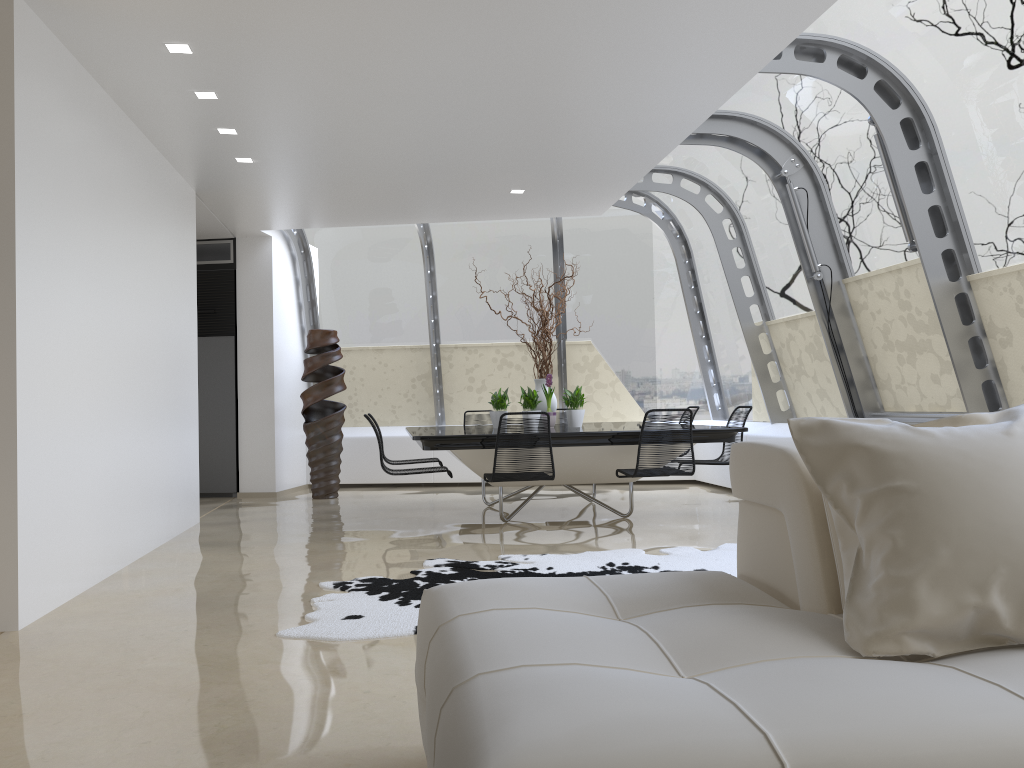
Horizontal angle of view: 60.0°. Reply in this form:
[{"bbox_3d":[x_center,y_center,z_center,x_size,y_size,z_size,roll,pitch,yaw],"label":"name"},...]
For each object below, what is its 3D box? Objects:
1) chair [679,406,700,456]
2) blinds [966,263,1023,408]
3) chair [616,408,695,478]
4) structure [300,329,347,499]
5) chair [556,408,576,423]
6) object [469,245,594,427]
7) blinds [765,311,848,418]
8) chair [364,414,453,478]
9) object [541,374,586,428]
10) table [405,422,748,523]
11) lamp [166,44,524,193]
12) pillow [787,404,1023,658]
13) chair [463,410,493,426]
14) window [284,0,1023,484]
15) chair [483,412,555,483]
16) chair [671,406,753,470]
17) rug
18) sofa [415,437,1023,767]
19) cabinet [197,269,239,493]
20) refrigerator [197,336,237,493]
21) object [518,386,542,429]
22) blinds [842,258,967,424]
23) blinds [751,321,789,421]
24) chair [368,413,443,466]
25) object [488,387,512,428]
[{"bbox_3d":[1.480,0.484,8.740,0.688,0.519,0.446,-1,-1,-8],"label":"chair"},{"bbox_3d":[3.192,-0.207,5.005,0.329,1.027,1.430,-1,-1,-8],"label":"blinds"},{"bbox_3d":[1.038,0.436,6.374,0.446,0.519,0.688,-1,-1,-8],"label":"chair"},{"bbox_3d":[-2.045,0.330,9.640,0.498,1.843,0.493,-1,-1,3],"label":"structure"},{"bbox_3d":[0.610,0.520,9.472,0.446,0.519,0.688,-1,-1,-8],"label":"chair"},{"bbox_3d":[0.134,-0.385,7.924,1.031,1.549,1.135,-1,-1,-16],"label":"object"},{"bbox_3d":[2.772,-0.124,8.054,0.329,1.027,1.430,-1,-1,-8],"label":"blinds"},{"bbox_3d":[-0.838,0.494,7.132,0.688,0.519,0.446,-1,-1,-8],"label":"chair"},{"bbox_3d":[0.475,0.145,7.773,0.417,0.476,0.238,-2,-1,20],"label":"object"},{"bbox_3d":[0.341,0.764,7.878,2.494,0.759,3.031,-1,-1,-8],"label":"table"},{"bbox_3d":[-4.046,-1.795,2.594,9.775,0.004,9.928,-1,-1,-7],"label":"lamp"},{"bbox_3d":[2.168,0.229,1.103,1.656,0.530,3.322,0,-2,-38],"label":"pillow"},{"bbox_3d":[-0.306,0.537,9.346,0.446,0.519,0.688,-1,-1,-8],"label":"chair"},{"bbox_3d":[-4.046,-0.282,4.500,16.693,3.674,16.171,-1,-1,-2],"label":"window"},{"bbox_3d":[0.049,0.454,6.237,0.446,0.519,0.688,-1,-1,-8],"label":"chair"},{"bbox_3d":[1.654,0.450,7.476,0.688,0.519,0.446,-1,-1,-8],"label":"chair"},{"bbox_3d":[0.524,1.053,4.470,3.220,0.008,2.705,-1,-1,-8],"label":"rug"},{"bbox_3d":[1.614,0.511,0.674,3.257,0.866,4.169,-1,-1,-8],"label":"sofa"},{"bbox_3d":[-4.134,0.031,10.396,2.252,2.558,0.831,-1,-1,7],"label":"cabinet"},{"bbox_3d":[-3.565,0.350,10.029,1.006,1.742,0.234,-1,-1,5],"label":"refrigerator"},{"bbox_3d":[0.156,0.198,7.593,0.215,0.369,0.284,-2,-2,25],"label":"object"},{"bbox_3d":[2.952,-0.259,6.526,0.387,1.214,1.376,-1,-1,-8],"label":"blinds"},{"bbox_3d":[2.709,0.449,9.768,0.663,2.118,1.829,-1,-1,-8],"label":"blinds"},{"bbox_3d":[-1.012,0.529,8.396,0.688,0.519,0.446,-1,-1,-8],"label":"chair"},{"bbox_3d":[-0.108,0.213,7.993,0.215,0.369,0.284,-2,-2,30],"label":"object"}]
